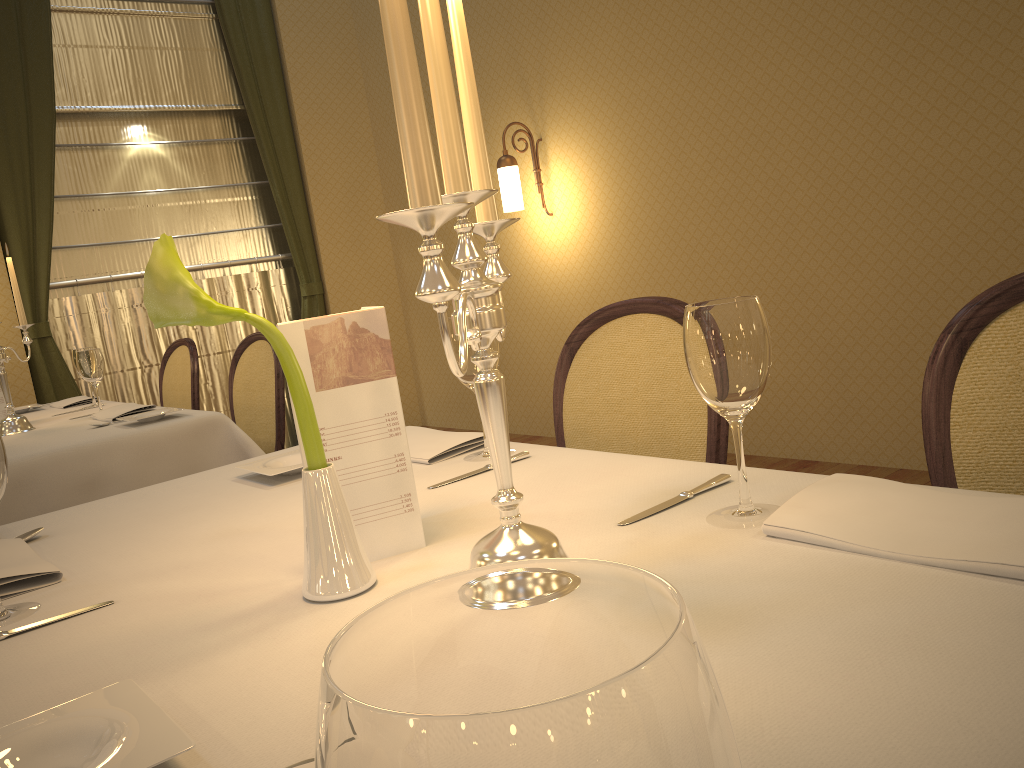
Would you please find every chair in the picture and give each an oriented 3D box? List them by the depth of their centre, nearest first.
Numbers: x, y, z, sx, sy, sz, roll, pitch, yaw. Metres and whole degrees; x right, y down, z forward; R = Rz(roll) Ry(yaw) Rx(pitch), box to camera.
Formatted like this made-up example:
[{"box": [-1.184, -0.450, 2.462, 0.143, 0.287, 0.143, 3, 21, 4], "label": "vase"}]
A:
[{"box": [0.684, 0.358, 0.938, 0.530, 0.955, 0.571, -4, 9, 32], "label": "chair"}, {"box": [0.118, 0.357, 1.588, 0.571, 0.955, 0.530, -15, 10, -37], "label": "chair"}, {"box": [-1.013, 0.336, 3.028, 0.571, 0.955, 0.530, -15, 10, -37], "label": "chair"}, {"box": [-1.533, 0.326, 3.690, 0.571, 0.955, 0.530, -15, 10, -37], "label": "chair"}]

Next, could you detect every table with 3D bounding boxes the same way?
[{"box": [-0.077, 0.560, 1.035, 1.385, 0.759, 2.152, -15, 10, -37], "label": "table"}, {"box": [-1.728, 0.529, 3.138, 1.385, 0.759, 2.152, -15, 10, -37], "label": "table"}]

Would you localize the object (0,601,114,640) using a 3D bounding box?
[{"box": [-0.512, 0.254, 0.921, 0.185, 0.010, 0.017, -14, 9, -36], "label": "object"}]

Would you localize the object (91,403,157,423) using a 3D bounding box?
[{"box": [-1.271, 0.093, 2.900, 0.142, 0.033, 0.273, -15, 10, -37], "label": "object"}]

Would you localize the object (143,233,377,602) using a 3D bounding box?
[{"box": [-0.244, 0.034, 0.866, 0.163, 0.375, 0.076, -11, 8, -16], "label": "object"}]

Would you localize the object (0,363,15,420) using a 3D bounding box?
[{"box": [-1.807, 0.023, 3.101, 0.081, 0.277, 0.166, -5, 8, 24], "label": "object"}]

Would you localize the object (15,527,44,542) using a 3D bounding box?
[{"box": [-0.779, 0.243, 1.291, 0.181, 0.015, 0.038, -14, 9, -36], "label": "object"}]

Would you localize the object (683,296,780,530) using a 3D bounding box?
[{"box": [0.231, 0.028, 0.919, 0.088, 0.229, 0.088, -8, 8, 5], "label": "object"}]

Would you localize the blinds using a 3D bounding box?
[{"box": [-2.167, -1.621, 5.266, 1.876, 4.537, 0.129, -15, 10, -37], "label": "blinds"}]

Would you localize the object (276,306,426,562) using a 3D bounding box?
[{"box": [-0.155, 0.054, 0.998, 0.081, 0.277, 0.166, -5, 8, 24], "label": "object"}]

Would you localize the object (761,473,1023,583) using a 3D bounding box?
[{"box": [0.381, 0.124, 0.797, 0.142, 0.033, 0.273, -15, 10, -37], "label": "object"}]

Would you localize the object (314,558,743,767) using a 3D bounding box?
[{"box": [0.016, 0.160, 0.194, 0.088, 0.229, 0.088, -7, 8, 10], "label": "object"}]

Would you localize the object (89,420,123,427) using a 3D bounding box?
[{"box": [-1.210, 0.112, 2.740, 0.181, 0.015, 0.038, -14, 9, -36], "label": "object"}]

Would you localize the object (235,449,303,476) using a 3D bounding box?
[{"box": [-0.376, 0.142, 1.544, 0.160, 0.024, 0.160, -15, 10, -37], "label": "object"}]

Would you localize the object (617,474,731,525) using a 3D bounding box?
[{"box": [0.189, 0.132, 1.020, 0.185, 0.010, 0.017, -15, 10, -37], "label": "object"}]

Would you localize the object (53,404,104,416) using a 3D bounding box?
[{"box": [-1.639, 0.098, 3.348, 0.185, 0.010, 0.017, -15, 10, -37], "label": "object"}]

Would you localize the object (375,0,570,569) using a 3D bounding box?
[{"box": [-0.040, -0.126, 0.787, 0.131, 0.655, 0.390, -9, 8, -3], "label": "object"}]

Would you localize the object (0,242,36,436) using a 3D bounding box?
[{"box": [-1.692, -0.156, 2.890, 0.131, 0.655, 0.390, -6, 8, 18], "label": "object"}]

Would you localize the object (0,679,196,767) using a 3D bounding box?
[{"box": [-0.314, 0.262, 0.595, 0.160, 0.024, 0.160, -15, 10, -37], "label": "object"}]

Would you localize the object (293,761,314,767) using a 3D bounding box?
[{"box": [-0.062, 0.245, 0.409, 0.142, 0.033, 0.273, -15, 10, -37], "label": "object"}]

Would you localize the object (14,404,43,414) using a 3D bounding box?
[{"box": [-2.027, 0.111, 3.647, 0.160, 0.024, 0.160, -15, 10, -37], "label": "object"}]

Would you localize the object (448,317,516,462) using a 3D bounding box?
[{"box": [-0.053, 0.003, 1.420, 0.088, 0.229, 0.088, -7, 8, 10], "label": "object"}]

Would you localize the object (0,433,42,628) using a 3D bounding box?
[{"box": [-0.586, 0.148, 0.968, 0.088, 0.229, 0.088, -7, 8, 10], "label": "object"}]

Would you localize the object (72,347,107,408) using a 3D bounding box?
[{"box": [-1.645, -0.026, 3.446, 0.088, 0.229, 0.088, -7, 8, 10], "label": "object"}]

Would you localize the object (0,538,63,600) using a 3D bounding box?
[{"box": [-0.689, 0.242, 1.149, 0.142, 0.033, 0.273, -15, 10, -37], "label": "object"}]

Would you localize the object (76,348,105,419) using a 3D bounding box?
[{"box": [-1.421, -0.003, 3.022, 0.088, 0.229, 0.088, -7, 8, 10], "label": "object"}]

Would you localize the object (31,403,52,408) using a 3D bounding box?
[{"box": [-1.992, 0.087, 3.818, 0.181, 0.015, 0.038, -14, 9, -36], "label": "object"}]

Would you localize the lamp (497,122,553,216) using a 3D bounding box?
[{"box": [0.046, -1.147, 4.776, 0.114, 0.513, 0.323, -2, 10, 41], "label": "lamp"}]

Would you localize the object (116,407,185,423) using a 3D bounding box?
[{"box": [-1.077, 0.100, 2.646, 0.160, 0.024, 0.160, -15, 10, -37], "label": "object"}]

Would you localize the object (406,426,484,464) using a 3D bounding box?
[{"box": [-0.165, 0.106, 1.575, 0.142, 0.024, 0.273, -15, 10, -37], "label": "object"}]

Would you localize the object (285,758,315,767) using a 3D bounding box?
[{"box": [-0.200, 0.260, 0.525, 0.185, 0.010, 0.017, -14, 9, -36], "label": "object"}]

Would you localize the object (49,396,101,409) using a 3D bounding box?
[{"box": [-1.817, 0.075, 3.678, 0.142, 0.024, 0.273, -15, 10, -37], "label": "object"}]

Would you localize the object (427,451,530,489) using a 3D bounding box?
[{"box": [-0.047, 0.127, 1.321, 0.185, 0.010, 0.017, -15, 10, -37], "label": "object"}]

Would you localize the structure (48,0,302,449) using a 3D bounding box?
[{"box": [-2.245, -1.609, 5.357, 1.898, 4.511, 0.137, -15, 10, -37], "label": "structure"}]

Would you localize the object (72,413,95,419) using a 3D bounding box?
[{"box": [-1.462, 0.101, 3.123, 0.185, 0.010, 0.017, -15, 10, -37], "label": "object"}]
